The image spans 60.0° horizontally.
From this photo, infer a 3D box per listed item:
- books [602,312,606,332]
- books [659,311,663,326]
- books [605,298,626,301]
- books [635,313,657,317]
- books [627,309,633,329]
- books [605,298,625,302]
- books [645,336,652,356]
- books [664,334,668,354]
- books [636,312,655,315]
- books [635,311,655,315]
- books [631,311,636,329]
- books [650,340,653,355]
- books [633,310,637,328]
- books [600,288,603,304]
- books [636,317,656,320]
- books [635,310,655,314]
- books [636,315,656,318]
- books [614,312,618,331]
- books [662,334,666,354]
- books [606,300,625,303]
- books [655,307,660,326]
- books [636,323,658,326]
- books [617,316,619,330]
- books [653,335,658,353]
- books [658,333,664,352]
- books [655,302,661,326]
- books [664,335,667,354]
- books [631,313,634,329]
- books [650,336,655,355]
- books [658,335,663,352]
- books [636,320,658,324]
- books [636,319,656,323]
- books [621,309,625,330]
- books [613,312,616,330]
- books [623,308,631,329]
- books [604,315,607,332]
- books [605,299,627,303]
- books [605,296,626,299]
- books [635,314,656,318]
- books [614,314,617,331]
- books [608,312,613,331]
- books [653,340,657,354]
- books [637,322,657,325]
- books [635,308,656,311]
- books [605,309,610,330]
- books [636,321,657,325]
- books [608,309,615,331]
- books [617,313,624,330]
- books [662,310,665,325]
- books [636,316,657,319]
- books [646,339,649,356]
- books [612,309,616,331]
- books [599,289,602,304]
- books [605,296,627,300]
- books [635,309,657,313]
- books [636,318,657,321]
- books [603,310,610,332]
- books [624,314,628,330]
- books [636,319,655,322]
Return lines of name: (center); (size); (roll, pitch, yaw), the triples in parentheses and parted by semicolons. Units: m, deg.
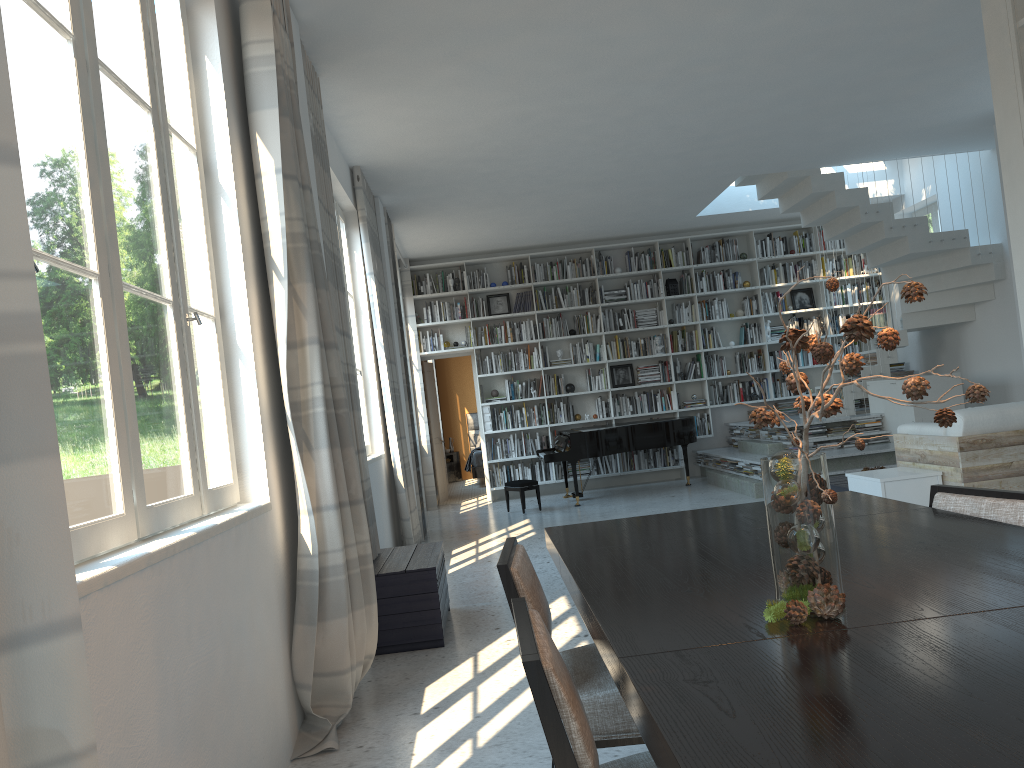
books: (1.188, -0.798, 11.632); (0.026, 0.267, 0.170); (-7, -1, -2)
books: (1.947, -0.850, 11.666); (0.029, 0.198, 0.172); (-7, -1, -2)
books: (1.352, -1.106, 11.648); (0.254, 0.012, 0.161); (-6, -2, -5)
books: (1.749, -0.905, 11.663); (0.285, 0.012, 0.159); (-7, -2, -3)
books: (1.544, -0.840, 11.635); (0.021, 0.269, 0.191); (-7, -1, -2)
books: (1.353, -1.094, 11.644); (0.254, 0.012, 0.161); (-7, -2, 3)
books: (1.793, -0.492, 11.645); (0.025, 0.258, 0.150); (-7, -1, -2)
books: (2.018, -0.521, 11.675); (0.023, 0.264, 0.107); (-7, -1, -2)
books: (1.748, -0.917, 11.655); (0.254, 0.012, 0.161); (-7, -2, 3)
books: (1.746, -0.931, 11.661); (0.254, 0.012, 0.161); (-7, -2, 0)
books: (1.587, -0.833, 11.644); (0.015, 0.245, 0.183); (-7, -1, -2)
books: (1.818, -0.469, 11.662); (0.022, 0.206, 0.114); (-7, -1, -2)
books: (1.601, -0.836, 11.632); (0.013, 0.247, 0.176); (-7, -1, -2)
books: (1.169, -1.140, 11.642); (0.013, 0.218, 0.141); (-7, -1, -2)
books: (1.755, -0.857, 11.662); (0.254, 0.012, 0.161); (-7, -2, -1)
books: (1.745, -0.943, 11.666); (0.254, 0.012, 0.161); (-7, -2, -2)
books: (1.752, -0.881, 11.658); (0.254, 0.012, 0.161); (-6, -2, -5)
books: (1.364, -0.810, 11.638); (0.014, 0.250, 0.172); (-7, -1, -2)
books: (1.986, -0.518, 11.654); (0.014, 0.266, 0.154); (-7, -1, -2)
books: (1.356, -1.070, 11.645); (0.254, 0.012, 0.161); (-7, -2, 2)
books: (1.911, -0.874, 11.652); (0.012, 0.254, 0.161); (-7, -1, -2)
books: (1.765, -0.773, 11.661); (0.285, 0.012, 0.159); (-7, -2, -1)
books: (1.377, -0.806, 11.640); (0.011, 0.239, 0.147); (-7, -1, -2)
books: (1.890, -0.505, 11.666); (0.014, 0.263, 0.135); (-7, -1, -2)
books: (1.966, -0.522, 11.670); (0.025, 0.279, 0.108); (-7, -1, -2)
books: (1.919, -0.907, 11.669); (0.012, 0.319, 0.140); (-7, -1, -2)
books: (2.000, -0.517, 11.667); (0.014, 0.261, 0.137); (-7, -1, -2)
books: (1.569, -0.816, 11.651); (0.024, 0.216, 0.132); (-7, -1, -2)
books: (1.838, -0.497, 11.657); (0.024, 0.259, 0.126); (-7, -1, -2)
books: (1.943, -0.510, 11.658); (0.025, 0.259, 0.130); (-7, -1, -2)
books: (1.761, -0.809, 11.657); (0.285, 0.012, 0.159); (-6, -2, -5)
books: (1.759, -0.821, 11.660); (0.254, 0.012, 0.161); (-7, -2, 0)
books: (1.457, -0.838, 11.650); (0.022, 0.285, 0.130); (-7, -1, -2)
books: (1.338, -0.807, 11.640); (0.011, 0.252, 0.153); (-7, -1, -2)
books: (1.508, -0.847, 11.648); (0.049, 0.291, 0.162); (-7, -1, -2)
books: (1.216, -0.781, 11.648); (0.027, 0.228, 0.147); (-7, -1, -2)
books: (1.354, -1.082, 11.648); (0.285, 0.012, 0.159); (-7, -2, 1)
books: (1.349, -1.130, 11.651); (0.285, 0.012, 0.159); (-6, -2, -4)
books: (1.751, -0.893, 11.661); (0.254, 0.012, 0.161); (-7, -2, 0)
books: (1.351, -0.799, 11.641); (0.014, 0.233, 0.147); (-7, -1, -2)
books: (1.281, -0.808, 11.626); (0.025, 0.266, 0.185); (-7, -1, -2)
books: (1.870, -0.472, 11.656); (0.035, 0.201, 0.149); (-7, -1, -2)
books: (1.764, -0.785, 11.663); (0.254, 0.012, 0.161); (-7, -2, -2)
books: (1.742, -0.967, 11.662); (0.285, 0.012, 0.159); (-7, -2, 0)
books: (1.258, -0.828, 11.652); (0.014, 0.313, 0.133); (-7, -1, -2)
books: (1.762, -0.797, 11.661); (0.254, 0.012, 0.161); (-7, -2, -3)
books: (1.305, -0.825, 11.645); (0.029, 0.295, 0.151); (-7, -1, -2)
books: (1.417, -0.809, 11.635); (0.066, 0.236, 0.153); (-7, -1, -2)
books: (1.976, -0.857, 11.673); (0.030, 0.205, 0.158); (-7, -1, -2)
books: (1.754, -0.869, 11.658); (0.285, 0.012, 0.159); (-7, -2, 1)
books: (1.769, -0.475, 11.663); (0.025, 0.230, 0.143); (-7, -1, -2)
books: (1.325, -0.830, 11.638); (0.011, 0.300, 0.179); (-7, -1, -2)
books: (1.151, -1.130, 11.628); (0.027, 0.201, 0.167); (-7, -1, -2)
books: (1.350, -1.118, 11.648); (0.285, 0.012, 0.159); (-6, -2, -5)
books: (1.744, -0.955, 11.655); (0.285, 0.012, 0.159); (-6, -2, -7)
books: (1.756, -0.845, 11.662); (0.285, 0.012, 0.159); (-7, -2, -1)
books: (1.239, -0.819, 11.632); (0.026, 0.297, 0.179); (-7, -1, -2)
books: (1.484, -0.806, 11.644); (0.024, 0.216, 0.148); (-7, -1, -2)
books: (1.758, -0.833, 11.660); (0.254, 0.012, 0.161); (-6, -2, -4)
